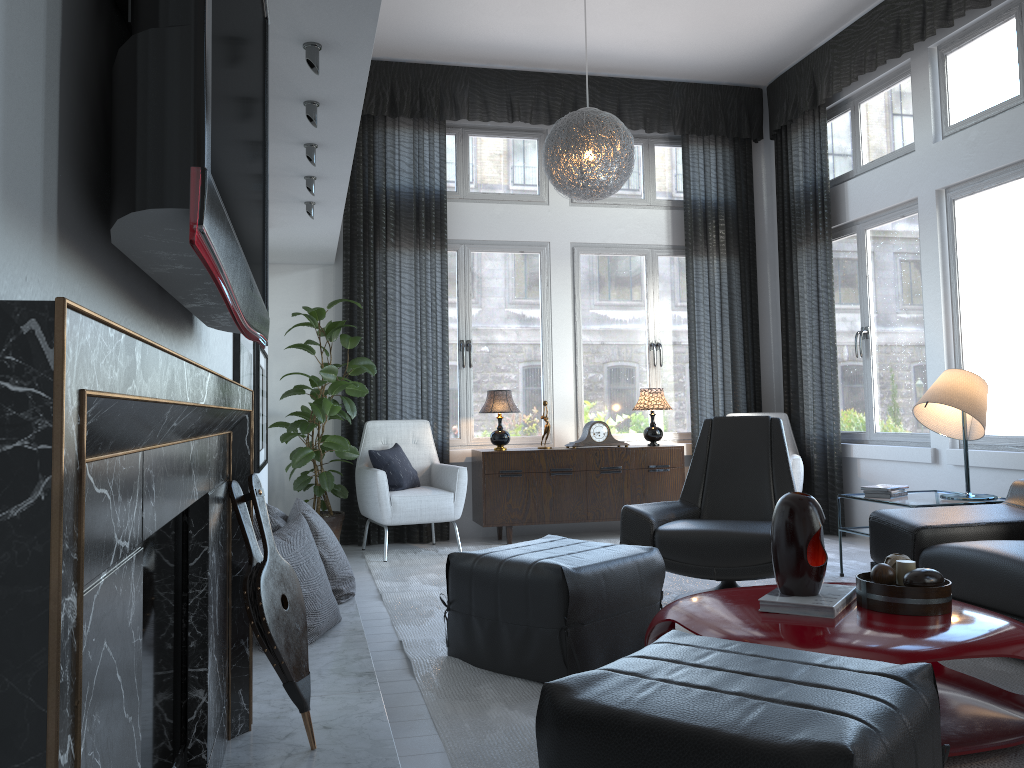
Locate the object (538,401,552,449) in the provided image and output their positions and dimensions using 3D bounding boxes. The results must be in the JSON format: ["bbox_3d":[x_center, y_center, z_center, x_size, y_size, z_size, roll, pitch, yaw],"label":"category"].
[{"bbox_3d":[0.218,0.275,5.979,0.096,0.325,0.096,0,-4,-14],"label":"object"}]

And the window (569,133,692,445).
[{"bbox_3d":[1.046,-0.719,6.584,1.268,2.330,0.133,0,-4,-13],"label":"window"}]

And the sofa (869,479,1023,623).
[{"bbox_3d":[2.098,0.591,2.787,0.936,0.618,1.900,0,-2,-13],"label":"sofa"}]

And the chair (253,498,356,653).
[{"bbox_3d":[-0.776,0.643,3.308,0.391,0.432,1.333,0,-2,-13],"label":"chair"}]

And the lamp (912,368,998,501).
[{"bbox_3d":[2.371,0.419,3.836,0.474,1.018,1.165,2,-4,-39],"label":"lamp"}]

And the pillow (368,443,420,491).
[{"bbox_3d":[-0.730,0.521,5.546,0.252,0.296,0.356,-2,-3,14],"label":"pillow"}]

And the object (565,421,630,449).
[{"bbox_3d":[0.577,0.341,6.042,0.406,0.181,0.180,-1,-3,-13],"label":"object"}]

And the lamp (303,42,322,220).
[{"bbox_3d":[-0.504,-0.912,2.244,0.053,0.081,4.243,0,-2,-13],"label":"lamp"}]

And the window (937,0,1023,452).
[{"bbox_3d":[2.624,-0.819,4.436,0.133,2.329,1.265,0,-4,-13],"label":"window"}]

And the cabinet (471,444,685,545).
[{"bbox_3d":[0.452,0.741,6.017,1.399,0.614,0.385,-1,-4,-13],"label":"cabinet"}]

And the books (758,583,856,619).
[{"bbox_3d":[0.836,0.601,2.485,0.201,0.030,0.306,-2,-2,32],"label":"books"}]

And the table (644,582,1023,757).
[{"bbox_3d":[0.921,0.763,2.477,0.942,0.301,0.937,-1,-2,-13],"label":"table"}]

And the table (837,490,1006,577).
[{"bbox_3d":[1.999,0.750,4.256,0.593,0.411,0.592,0,-3,-13],"label":"table"}]

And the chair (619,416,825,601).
[{"bbox_3d":[0.983,0.553,3.977,0.840,0.812,0.803,-2,-3,25],"label":"chair"}]

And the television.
[{"bbox_3d":[-0.447,-0.448,1.302,0.129,0.754,1.156,0,-3,-13],"label":"television"}]

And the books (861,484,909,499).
[{"bbox_3d":[1.844,0.532,4.386,0.215,0.050,0.160,1,-3,-41],"label":"books"}]

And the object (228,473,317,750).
[{"bbox_3d":[-0.512,0.487,1.925,0.175,0.582,0.196,1,-5,-33],"label":"object"}]

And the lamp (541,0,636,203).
[{"bbox_3d":[0.421,-1.662,4.969,0.512,1.310,0.513,0,-4,-19],"label":"lamp"}]

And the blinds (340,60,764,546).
[{"bbox_3d":[0.386,-0.594,6.286,3.212,3.287,0.188,0,-4,-13],"label":"blinds"}]

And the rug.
[{"bbox_3d":[1.372,0.891,2.145,2.954,0.032,7.751,-1,-2,-13],"label":"rug"}]

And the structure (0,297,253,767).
[{"bbox_3d":[-0.667,0.450,1.188,0.520,0.926,1.682,0,-3,-13],"label":"structure"}]

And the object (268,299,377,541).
[{"bbox_3d":[-1.139,0.259,5.388,0.935,1.594,0.638,-3,-4,32],"label":"object"}]

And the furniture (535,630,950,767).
[{"bbox_3d":[0.419,0.712,1.600,0.598,0.379,0.613,-3,-3,36],"label":"furniture"}]

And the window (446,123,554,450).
[{"bbox_3d":[-0.336,-0.703,6.263,1.268,2.330,0.133,0,-4,-13],"label":"window"}]

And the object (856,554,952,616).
[{"bbox_3d":[1.076,0.547,2.440,0.242,0.133,0.242,-2,-3,24],"label":"object"}]

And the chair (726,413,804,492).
[{"bbox_3d":[1.688,0.612,6.088,0.593,0.826,0.611,-2,-4,17],"label":"chair"}]

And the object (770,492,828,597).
[{"bbox_3d":[0.805,0.446,2.491,0.151,0.281,0.153,-3,-4,27],"label":"object"}]

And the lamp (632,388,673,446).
[{"bbox_3d":[0.973,0.229,6.129,0.280,0.398,0.280,-2,-3,13],"label":"lamp"}]

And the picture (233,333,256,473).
[{"bbox_3d":[-0.868,0.069,2.888,0.020,0.524,0.789,0,-3,-13],"label":"picture"}]

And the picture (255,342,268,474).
[{"bbox_3d":[-1.100,0.106,3.899,0.020,0.524,0.789,0,-3,-13],"label":"picture"}]

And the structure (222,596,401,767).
[{"bbox_3d":[-0.298,0.818,1.236,0.393,0.135,7.191,-1,-2,-13],"label":"structure"}]

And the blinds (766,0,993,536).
[{"bbox_3d":[2.325,-0.669,5.093,0.189,3.286,3.204,0,-3,-13],"label":"blinds"}]

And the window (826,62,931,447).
[{"bbox_3d":[2.304,-0.767,5.814,0.133,2.329,1.265,0,-4,-13],"label":"window"}]

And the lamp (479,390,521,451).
[{"bbox_3d":[-0.080,0.240,5.884,0.280,0.398,0.280,-2,-3,13],"label":"lamp"}]

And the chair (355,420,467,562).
[{"bbox_3d":[-0.644,0.638,5.561,0.594,0.826,0.611,0,-4,-23],"label":"chair"}]

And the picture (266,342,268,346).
[{"bbox_3d":[-1.111,-0.459,3.940,0.020,0.524,0.789,0,-3,-13],"label":"picture"}]

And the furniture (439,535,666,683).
[{"bbox_3d":[0.148,0.767,3.129,0.613,0.379,0.598,-3,-3,41],"label":"furniture"}]
